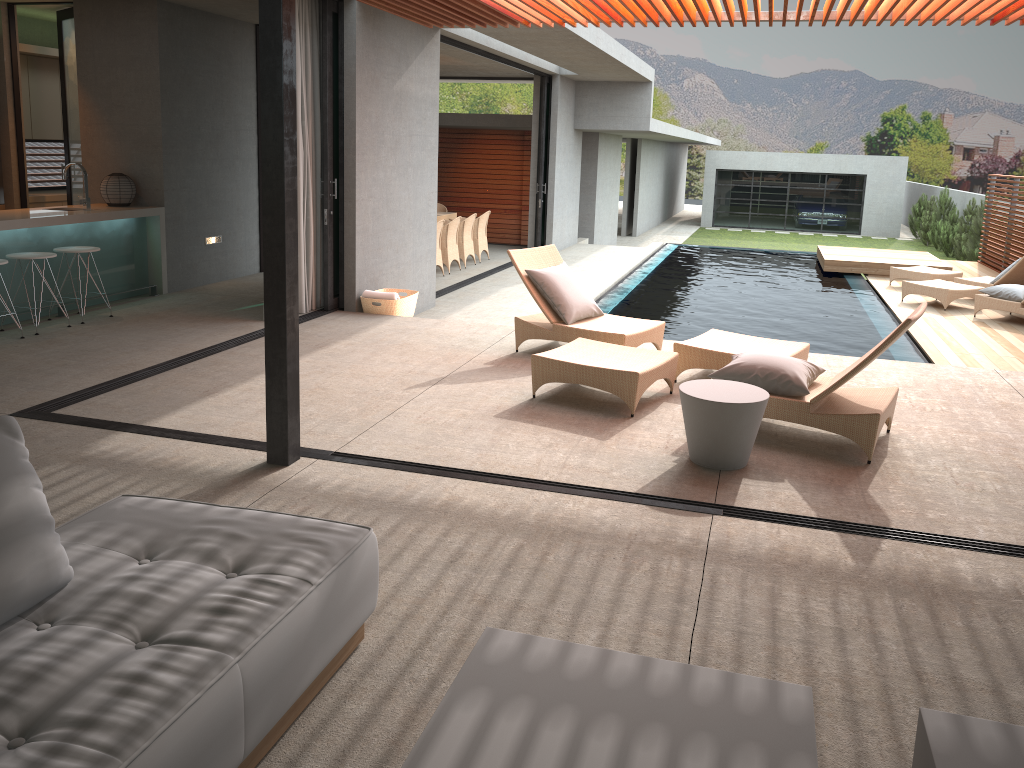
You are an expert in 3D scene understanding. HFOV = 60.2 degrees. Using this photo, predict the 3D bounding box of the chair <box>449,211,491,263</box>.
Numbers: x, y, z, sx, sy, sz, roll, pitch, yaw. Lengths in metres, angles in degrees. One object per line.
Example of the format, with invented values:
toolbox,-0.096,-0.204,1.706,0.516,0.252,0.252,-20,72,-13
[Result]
chair,-0.691,-2.519,14.971,0.631,0.850,0.626,5,13,15

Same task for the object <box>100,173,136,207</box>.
object,-4.015,-1.982,9.010,0.340,0.329,0.345,4,13,7

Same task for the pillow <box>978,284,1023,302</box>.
pillow,6.346,-1.158,11.153,0.597,0.191,0.602,-6,16,-27

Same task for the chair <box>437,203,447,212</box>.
chair,-1.515,-2.868,16.175,0.618,0.850,0.639,5,13,15

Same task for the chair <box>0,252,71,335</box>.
chair,-3.964,-0.762,7.327,0.383,0.614,0.387,5,12,15

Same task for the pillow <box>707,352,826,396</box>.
pillow,1.555,-0.080,5.369,0.596,0.191,0.603,9,16,26

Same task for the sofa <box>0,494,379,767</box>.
sofa,-1.128,0.617,2.254,1.014,0.721,1.621,6,15,15

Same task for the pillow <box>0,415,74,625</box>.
pillow,-1.371,0.375,2.218,0.266,0.476,0.499,5,13,16

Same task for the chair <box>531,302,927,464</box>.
chair,1.287,-0.197,5.558,2.307,0.815,0.708,10,15,30

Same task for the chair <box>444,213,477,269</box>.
chair,-0.896,-2.339,14.272,0.631,0.850,0.626,5,13,15

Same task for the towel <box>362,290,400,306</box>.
towel,-1.268,-0.779,8.776,0.370,0.307,0.314,6,13,16

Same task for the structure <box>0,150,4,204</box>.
structure,-5.822,-2.202,9.381,0.498,0.571,0.605,5,13,15

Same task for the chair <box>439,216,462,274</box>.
chair,-1.101,-2.159,13.572,0.631,0.850,0.626,5,13,15

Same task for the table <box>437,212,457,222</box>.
table,-2.045,-2.310,14.217,1.282,0.745,3.308,6,15,15

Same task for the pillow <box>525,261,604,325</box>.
pillow,0.438,-0.751,7.260,0.429,0.420,0.615,10,16,33

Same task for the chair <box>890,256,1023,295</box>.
chair,6.758,-1.706,13.036,0.701,0.814,2.330,-4,16,-24

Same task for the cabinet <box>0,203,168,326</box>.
cabinet,-4.549,-0.925,7.339,0.802,0.884,4.186,5,15,15

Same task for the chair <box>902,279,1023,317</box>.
chair,6.244,-1.301,11.459,0.701,0.814,2.330,-4,15,-23

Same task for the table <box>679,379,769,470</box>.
table,1.131,0.226,4.784,0.475,0.387,0.483,1,13,-3

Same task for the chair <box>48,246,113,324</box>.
chair,-3.825,-0.885,7.805,0.383,0.614,0.387,5,12,15

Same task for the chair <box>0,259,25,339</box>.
chair,-4.100,-0.640,6.855,0.383,0.614,0.387,5,12,15

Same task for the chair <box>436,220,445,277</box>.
chair,-1.307,-1.979,12.873,0.631,0.850,0.626,5,13,15

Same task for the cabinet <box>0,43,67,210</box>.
cabinet,-5.645,-1.961,7.904,1.968,2.524,7.588,5,15,15

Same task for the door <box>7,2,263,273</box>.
door,-3.149,-0.367,4.321,5.773,4.403,15.591,-1,15,-12

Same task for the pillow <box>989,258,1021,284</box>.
pillow,7.087,-1.581,12.344,0.610,0.420,0.433,-5,14,-26

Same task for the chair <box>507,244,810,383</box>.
chair,1.065,-0.549,6.847,2.310,0.815,0.707,12,16,34

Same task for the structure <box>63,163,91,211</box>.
structure,-4.153,-1.875,8.392,0.258,0.435,0.098,5,11,16

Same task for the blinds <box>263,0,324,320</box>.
blinds,-2.016,-2.089,8.137,0.230,2.889,0.898,4,11,12

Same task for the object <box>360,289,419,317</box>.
object,-1.233,-0.761,8.929,0.446,0.296,0.690,6,15,15
